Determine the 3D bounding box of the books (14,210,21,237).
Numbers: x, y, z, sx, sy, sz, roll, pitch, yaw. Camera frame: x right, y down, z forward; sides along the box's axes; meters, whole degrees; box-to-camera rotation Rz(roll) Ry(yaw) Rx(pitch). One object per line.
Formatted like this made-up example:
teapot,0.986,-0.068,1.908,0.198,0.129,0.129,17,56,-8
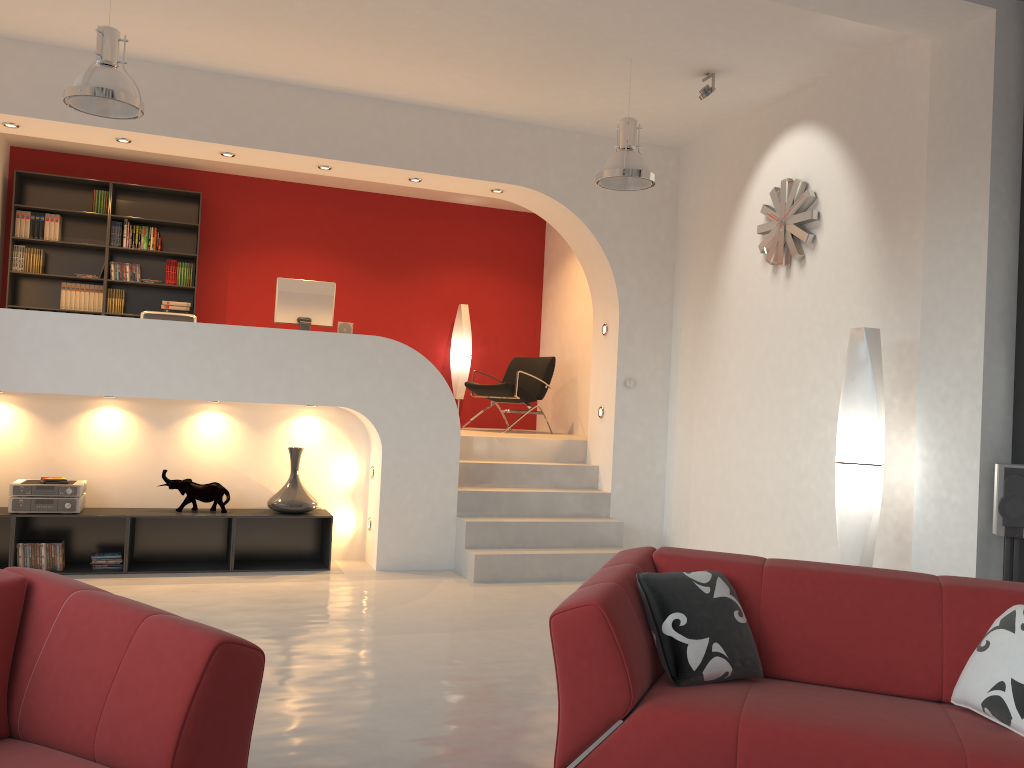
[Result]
books,-4.629,-1.483,8.334,0.040,0.260,0.200,3,-1,-20

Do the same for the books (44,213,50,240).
books,-4.400,-1.469,8.417,0.040,0.260,0.200,3,-1,-20

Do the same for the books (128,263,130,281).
books,-3.739,-1.079,8.674,0.031,0.190,0.135,3,-1,-20

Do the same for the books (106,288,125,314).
books,-3.851,-0.794,8.623,0.146,0.240,0.170,3,-1,-20

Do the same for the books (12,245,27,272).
books,-4.628,-1.163,8.345,0.090,0.256,0.181,3,-1,-20

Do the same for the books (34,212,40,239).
books,-4.477,-1.474,8.389,0.040,0.260,0.200,3,-1,-20

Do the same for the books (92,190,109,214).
books,-3.971,-1.736,8.585,0.146,0.240,0.170,3,-1,-20

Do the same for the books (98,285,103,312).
books,-3.965,-0.811,8.569,0.040,0.260,0.200,3,-1,-20

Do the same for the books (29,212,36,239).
books,-4.515,-1.476,8.375,0.040,0.260,0.200,3,-1,-20

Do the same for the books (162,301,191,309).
books,-3.317,-0.784,8.776,0.260,0.040,0.200,3,-1,-20

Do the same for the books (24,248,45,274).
books,-4.514,-1.149,8.385,0.146,0.240,0.170,3,-1,-20

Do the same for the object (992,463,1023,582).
object,2.298,0.928,4.090,0.214,1.112,0.229,2,-2,25

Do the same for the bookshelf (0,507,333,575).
bookshelf,-2.686,1.093,6.215,2.764,0.397,0.405,3,-1,-20

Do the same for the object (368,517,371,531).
object,-1.105,1.084,6.869,0.011,0.105,0.105,3,-1,-20

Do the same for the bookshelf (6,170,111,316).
bookshelf,-4.301,-0.844,8.414,0.816,2.213,0.305,3,-1,-20

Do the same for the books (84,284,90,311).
books,-4.079,-0.818,8.528,0.040,0.260,0.200,3,-1,-20

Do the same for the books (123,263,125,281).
books,-3.781,-1.081,8.659,0.031,0.190,0.135,3,-1,-20

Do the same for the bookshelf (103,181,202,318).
bookshelf,-3.534,-0.800,8.690,0.816,2.213,0.305,3,-1,-20

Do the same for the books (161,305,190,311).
books,-3.331,-0.745,8.780,0.260,0.040,0.200,3,-1,-20

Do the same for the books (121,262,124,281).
books,-3.795,-1.082,8.653,0.031,0.190,0.135,3,-1,-20

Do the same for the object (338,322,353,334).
object,-1.362,-0.426,7.200,0.133,0.147,0.151,4,-2,-36

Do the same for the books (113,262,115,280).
books,-3.866,-1.086,8.628,0.031,0.190,0.135,3,-1,-20

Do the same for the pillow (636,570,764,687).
pillow,0.647,0.832,3.060,0.402,0.343,0.288,4,-2,-27

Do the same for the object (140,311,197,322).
object,-2.621,-0.425,6.778,0.397,0.217,0.458,3,-1,-20

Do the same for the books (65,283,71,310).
books,-4.231,-0.826,8.473,0.040,0.260,0.200,3,-1,-20

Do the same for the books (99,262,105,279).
books,-3.965,-1.090,8.592,0.063,0.187,0.135,3,-1,-20

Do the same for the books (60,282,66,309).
books,-4.269,-0.829,8.460,0.040,0.260,0.200,3,-1,-20

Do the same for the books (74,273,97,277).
books,-4.103,-1.042,8.542,0.190,0.015,0.135,3,-1,-20

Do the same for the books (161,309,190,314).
books,-3.330,-0.705,8.781,0.260,0.040,0.200,3,-1,-20

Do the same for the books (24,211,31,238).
books,-4.553,-1.478,8.361,0.040,0.260,0.200,3,-1,-20

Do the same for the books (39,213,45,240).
books,-4.439,-1.472,8.403,0.040,0.260,0.200,3,-1,-20

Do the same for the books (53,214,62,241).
books,-4.324,-1.465,8.444,0.040,0.260,0.200,3,-1,-20

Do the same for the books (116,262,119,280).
books,-3.837,-1.084,8.638,0.031,0.190,0.135,3,-1,-20

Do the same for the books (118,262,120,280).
books,-3.823,-1.084,8.643,0.031,0.190,0.135,3,-1,-20

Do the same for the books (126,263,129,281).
books,-3.753,-1.080,8.669,0.031,0.190,0.135,3,-1,-20

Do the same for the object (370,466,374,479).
object,-1.086,0.685,6.879,0.011,0.105,0.105,3,-1,-20

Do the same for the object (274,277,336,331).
object,-1.647,-0.597,7.045,0.458,0.452,0.230,3,-1,-20

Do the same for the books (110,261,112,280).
books,-3.894,-1.088,8.618,0.031,0.190,0.135,3,-1,-20

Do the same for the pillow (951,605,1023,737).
pillow,1.581,0.870,2.710,0.288,0.343,0.402,3,-1,-12

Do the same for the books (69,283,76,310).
books,-4.193,-0.824,8.487,0.040,0.260,0.200,3,-1,-20

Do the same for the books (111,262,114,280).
books,-3.880,-1.087,8.623,0.031,0.190,0.135,3,-1,-20

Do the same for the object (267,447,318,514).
object,-1.622,0.715,6.602,0.369,0.481,0.369,2,-2,35

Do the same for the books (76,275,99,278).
books,-4.086,-1.026,8.548,0.190,0.015,0.135,3,-1,-20

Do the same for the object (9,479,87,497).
object,-3.159,0.709,6.052,0.430,0.077,0.349,3,-1,-20

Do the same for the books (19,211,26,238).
books,-4.591,-1.480,8.348,0.040,0.260,0.200,3,-1,-20

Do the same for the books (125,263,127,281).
books,-3.767,-1.080,8.664,0.031,0.190,0.135,3,-1,-20

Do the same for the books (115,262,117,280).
books,-3.852,-1.085,8.633,0.031,0.190,0.135,3,-1,-20

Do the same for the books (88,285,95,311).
books,-4.041,-0.815,8.542,0.040,0.260,0.200,3,-1,-20

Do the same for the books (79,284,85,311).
books,-4.117,-0.820,8.514,0.040,0.260,0.200,3,-1,-20

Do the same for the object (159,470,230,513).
object,-2.287,0.770,6.387,0.507,0.296,0.191,3,-1,-4

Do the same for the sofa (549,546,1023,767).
sofa,1.089,1.027,2.883,1.929,0.738,0.951,2,-1,20

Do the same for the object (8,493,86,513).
object,-3.161,0.807,6.042,0.430,0.100,0.365,3,-1,-20

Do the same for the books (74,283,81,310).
books,-4.155,-0.822,8.501,0.040,0.260,0.200,3,-1,-20

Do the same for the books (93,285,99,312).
books,-4.002,-0.813,8.556,0.040,0.260,0.200,3,-1,-20

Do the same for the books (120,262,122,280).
books,-3.809,-1.083,8.648,0.031,0.190,0.135,3,-1,-20

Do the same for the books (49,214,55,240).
books,-4.362,-1.467,8.430,0.040,0.260,0.200,3,-1,-20
